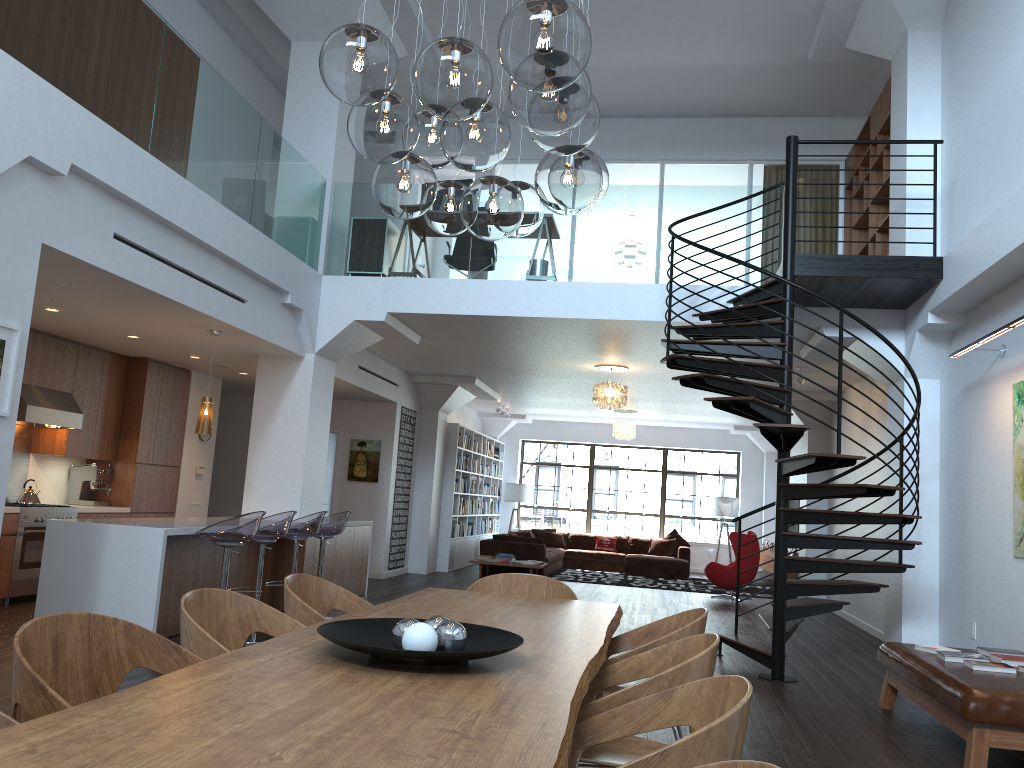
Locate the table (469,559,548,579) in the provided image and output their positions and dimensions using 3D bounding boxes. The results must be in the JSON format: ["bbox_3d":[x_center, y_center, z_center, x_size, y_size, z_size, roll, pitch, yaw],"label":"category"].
[{"bbox_3d":[-0.048,2.891,13.728,1.100,0.271,0.853,3,-8,10],"label":"table"}]

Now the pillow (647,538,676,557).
[{"bbox_3d":[2.917,3.185,17.318,0.542,0.362,0.248,-1,-9,30],"label":"pillow"}]

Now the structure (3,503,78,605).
[{"bbox_3d":[-4.597,1.582,8.254,0.662,0.919,0.811,3,-8,10],"label":"structure"}]

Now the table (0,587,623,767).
[{"bbox_3d":[-0.289,1.152,2.487,1.012,0.750,3.803,3,-8,10],"label":"table"}]

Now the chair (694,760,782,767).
[{"bbox_3d":[0.102,0.977,1.278,0.618,0.833,0.629,3,-8,10],"label":"chair"}]

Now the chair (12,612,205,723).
[{"bbox_3d":[-0.959,1.031,2.236,0.618,0.833,0.629,3,-8,10],"label":"chair"}]

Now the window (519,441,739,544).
[{"bbox_3d":[2.472,2.316,19.110,4.648,1.905,0.114,3,-8,10],"label":"window"}]

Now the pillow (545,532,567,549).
[{"bbox_3d":[0.852,3.106,17.645,0.489,0.337,0.238,7,-8,-21],"label":"pillow"}]

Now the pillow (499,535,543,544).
[{"bbox_3d":[0.171,2.667,14.527,0.750,0.364,0.289,3,-8,9],"label":"pillow"}]

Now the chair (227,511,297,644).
[{"bbox_3d":[-1.990,1.492,6.976,0.481,1.014,0.530,3,-8,8],"label":"chair"}]

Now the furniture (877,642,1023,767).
[{"bbox_3d":[2.789,1.856,5.109,0.907,0.453,1.819,3,-8,10],"label":"furniture"}]

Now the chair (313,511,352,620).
[{"bbox_3d":[-1.771,1.669,8.212,0.481,1.014,0.530,2,-8,12],"label":"chair"}]

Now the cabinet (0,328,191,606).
[{"bbox_3d":[-4.640,0.688,7.925,0.598,2.499,5.299,3,-8,10],"label":"cabinet"}]

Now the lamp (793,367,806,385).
[{"bbox_3d":[3.395,-0.093,10.452,0.120,0.211,0.111,6,-8,-16],"label":"lamp"}]

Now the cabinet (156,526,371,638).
[{"bbox_3d":[-2.501,1.744,8.369,0.898,0.796,4.493,3,-8,10],"label":"cabinet"}]

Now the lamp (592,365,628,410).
[{"bbox_3d":[1.261,0.054,11.357,0.442,0.539,0.441,10,-9,-38],"label":"lamp"}]

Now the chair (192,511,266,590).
[{"bbox_3d":[-2.063,1.405,6.354,0.481,1.014,0.530,2,-8,12],"label":"chair"}]

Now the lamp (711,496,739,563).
[{"bbox_3d":[4.301,3.085,17.971,0.545,1.579,0.545,1,-8,21],"label":"lamp"}]

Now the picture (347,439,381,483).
[{"bbox_3d":[-2.121,1.101,12.735,0.450,0.600,0.030,3,-8,10],"label":"picture"}]

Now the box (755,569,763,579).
[{"bbox_3d":[4.928,3.836,17.924,0.228,0.165,0.368,3,-8,10],"label":"box"}]

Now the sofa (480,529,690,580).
[{"bbox_3d":[1.500,3.102,16.040,3.481,0.664,4.197,3,-8,10],"label":"sofa"}]

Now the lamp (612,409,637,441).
[{"bbox_3d":[2.069,0.761,16.303,0.442,0.539,0.441,10,-9,-38],"label":"lamp"}]

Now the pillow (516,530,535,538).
[{"bbox_3d":[0.300,2.877,16.210,0.325,0.391,0.625,0,-8,26],"label":"pillow"}]

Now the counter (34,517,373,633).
[{"bbox_3d":[-1.858,1.536,6.631,3.039,0.860,8.182,7,-8,-19],"label":"counter"}]

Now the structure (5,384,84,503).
[{"bbox_3d":[-4.595,0.587,8.396,0.529,1.110,0.811,3,-8,10],"label":"structure"}]

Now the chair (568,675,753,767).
[{"bbox_3d":[0.239,1.087,2.038,0.618,0.833,0.629,3,-8,10],"label":"chair"}]

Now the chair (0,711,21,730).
[{"bbox_3d":[-1.081,0.924,1.486,0.618,0.833,0.629,3,-8,10],"label":"chair"}]

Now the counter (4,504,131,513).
[{"bbox_3d":[-4.741,1.035,7.425,0.600,0.050,4.387,3,-8,10],"label":"counter"}]

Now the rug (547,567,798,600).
[{"bbox_3d":[2.732,3.418,15.273,4.200,0.007,3.100,2,-8,11],"label":"rug"}]

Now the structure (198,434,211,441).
[{"bbox_3d":[-3.789,0.557,10.953,0.040,0.300,0.300,3,-8,10],"label":"structure"}]

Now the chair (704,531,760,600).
[{"bbox_3d":[3.287,2.680,13.219,0.801,1.006,0.798,-1,-9,35],"label":"chair"}]

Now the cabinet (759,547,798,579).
[{"bbox_3d":[4.754,3.147,15.612,0.459,0.350,4.501,3,-8,10],"label":"cabinet"}]

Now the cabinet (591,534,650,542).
[{"bbox_3d":[2.302,3.490,18.413,1.520,0.625,0.350,3,-8,10],"label":"cabinet"}]

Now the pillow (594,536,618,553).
[{"bbox_3d":[1.868,3.187,17.612,0.465,0.308,0.220,3,-8,6],"label":"pillow"}]

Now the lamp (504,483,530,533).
[{"bbox_3d":[0.070,2.906,18.795,0.545,1.579,0.545,4,-7,-1],"label":"lamp"}]

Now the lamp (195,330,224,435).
[{"bbox_3d":[-1.585,-0.279,8.624,2.842,1.807,0.149,10,-10,-41],"label":"lamp"}]

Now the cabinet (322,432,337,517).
[{"bbox_3d":[-3.601,1.371,14.453,0.527,2.991,2.630,3,-8,10],"label":"cabinet"}]

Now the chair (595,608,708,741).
[{"bbox_3d":[0.471,1.299,3.537,0.617,0.830,0.629,3,-8,10],"label":"chair"}]

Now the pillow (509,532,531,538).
[{"bbox_3d":[0.179,2.661,14.799,0.269,0.411,0.559,9,-9,-34],"label":"pillow"}]

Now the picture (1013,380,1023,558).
[{"bbox_3d":[3.406,0.517,5.636,0.010,1.200,1.095,3,-8,10],"label":"picture"}]

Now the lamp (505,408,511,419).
[{"bbox_3d":[-0.084,0.571,17.290,0.120,0.211,0.111,6,-8,-16],"label":"lamp"}]

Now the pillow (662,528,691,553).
[{"bbox_3d":[3.152,3.135,17.456,0.651,0.587,0.335,5,-8,-11],"label":"pillow"}]

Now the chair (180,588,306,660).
[{"bbox_3d":[-0.837,1.138,2.982,0.618,0.833,0.629,3,-8,10],"label":"chair"}]

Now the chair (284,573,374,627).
[{"bbox_3d":[-0.695,1.248,3.742,0.618,0.833,0.629,3,-8,8],"label":"chair"}]

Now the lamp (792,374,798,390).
[{"bbox_3d":[3.479,-0.021,10.958,0.120,0.211,0.111,8,-9,-31],"label":"lamp"}]

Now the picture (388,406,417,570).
[{"bbox_3d":[-1.626,1.552,13.255,0.021,2.380,0.800,3,-8,10],"label":"picture"}]

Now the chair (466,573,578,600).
[{"bbox_3d":[0.020,1.380,4.375,0.629,0.833,0.618,3,-8,5],"label":"chair"}]

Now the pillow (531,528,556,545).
[{"bbox_3d":[0.680,3.093,17.774,0.580,0.418,0.334,6,-8,-17],"label":"pillow"}]

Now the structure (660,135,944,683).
[{"bbox_3d":[2.184,0.105,7.085,1.998,4.352,1.998,8,-9,-29],"label":"structure"}]

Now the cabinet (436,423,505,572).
[{"bbox_3d":[-0.820,2.143,16.666,0.461,2.414,4.500,3,-8,10],"label":"cabinet"}]

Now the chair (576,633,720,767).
[{"bbox_3d":[0.342,1.193,2.788,0.618,0.833,0.629,2,-8,11],"label":"chair"}]

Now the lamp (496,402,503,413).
[{"bbox_3d":[-0.249,0.428,16.289,0.111,0.211,0.120,-3,-10,43],"label":"lamp"}]

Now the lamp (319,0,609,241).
[{"bbox_3d":[-0.051,-1.624,3.169,0.849,2.140,1.787,3,-8,9],"label":"lamp"}]

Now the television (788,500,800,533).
[{"bbox_3d":[4.958,2.276,15.636,0.013,0.816,1.324,3,-8,9],"label":"television"}]

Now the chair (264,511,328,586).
[{"bbox_3d":[-1.872,1.581,7.596,0.481,1.014,0.530,3,-8,8],"label":"chair"}]

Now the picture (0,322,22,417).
[{"bbox_3d":[-2.805,-0.102,4.682,0.018,0.500,0.500,3,-8,10],"label":"picture"}]

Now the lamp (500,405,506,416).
[{"bbox_3d":[-0.167,0.499,16.784,0.120,0.211,0.111,8,-9,-31],"label":"lamp"}]
